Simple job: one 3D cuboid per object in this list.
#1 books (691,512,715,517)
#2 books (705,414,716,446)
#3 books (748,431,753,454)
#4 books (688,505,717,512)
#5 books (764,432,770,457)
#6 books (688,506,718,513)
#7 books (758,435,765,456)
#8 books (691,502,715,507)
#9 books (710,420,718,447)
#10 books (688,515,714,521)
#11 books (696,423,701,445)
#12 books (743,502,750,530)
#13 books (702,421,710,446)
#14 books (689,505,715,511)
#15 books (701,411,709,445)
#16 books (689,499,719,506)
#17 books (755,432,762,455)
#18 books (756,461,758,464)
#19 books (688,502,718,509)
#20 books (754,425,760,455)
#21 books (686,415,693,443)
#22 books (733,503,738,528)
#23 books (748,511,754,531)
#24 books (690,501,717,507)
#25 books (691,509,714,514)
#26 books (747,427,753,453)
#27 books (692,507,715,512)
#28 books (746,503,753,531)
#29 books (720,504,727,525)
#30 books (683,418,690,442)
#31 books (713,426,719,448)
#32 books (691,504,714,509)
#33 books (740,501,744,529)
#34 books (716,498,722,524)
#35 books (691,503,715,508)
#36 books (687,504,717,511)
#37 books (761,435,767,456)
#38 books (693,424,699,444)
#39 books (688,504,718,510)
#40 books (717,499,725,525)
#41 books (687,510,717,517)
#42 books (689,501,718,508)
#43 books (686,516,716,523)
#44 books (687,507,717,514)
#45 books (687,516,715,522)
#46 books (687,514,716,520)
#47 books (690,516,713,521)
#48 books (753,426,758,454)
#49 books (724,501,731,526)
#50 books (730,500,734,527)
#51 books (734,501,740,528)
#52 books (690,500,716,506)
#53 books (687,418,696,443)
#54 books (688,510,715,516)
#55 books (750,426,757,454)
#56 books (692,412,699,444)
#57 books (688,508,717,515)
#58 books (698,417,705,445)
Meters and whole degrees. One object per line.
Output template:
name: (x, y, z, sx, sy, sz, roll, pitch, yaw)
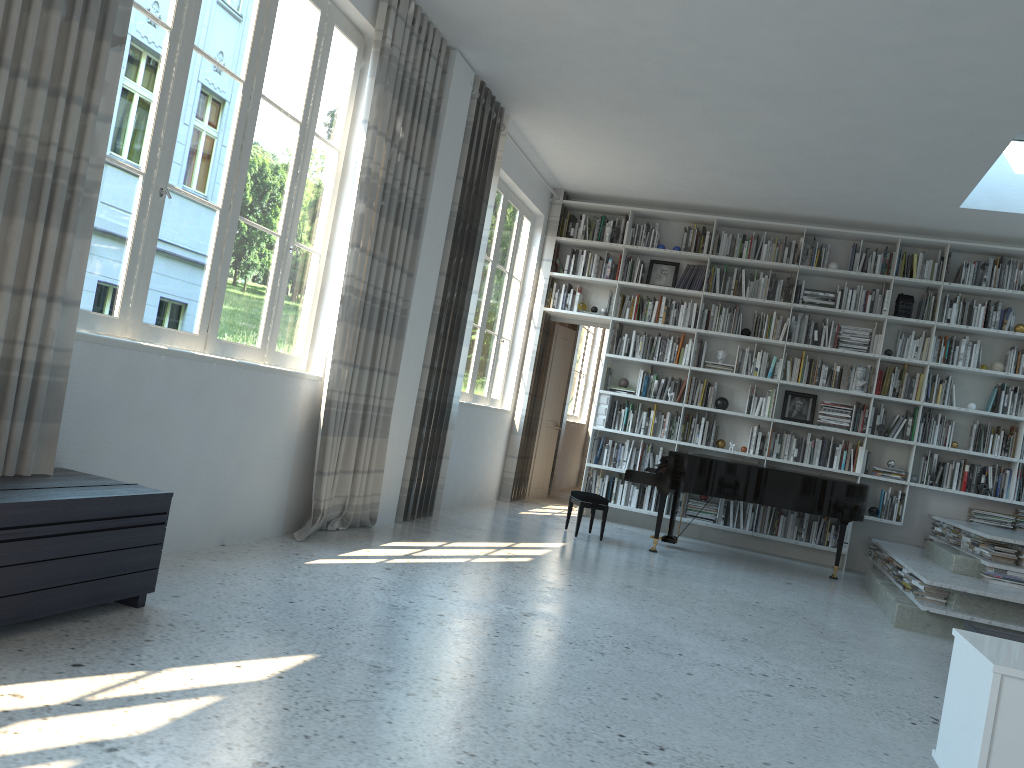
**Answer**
books: (1.856, 1.268, 8.666, 0.254, 0.007, 0.161, 10, -2, 12)
books: (1.946, 0.450, 8.689, 0.050, 0.328, 0.166, 10, -1, 16)
books: (2.316, 0.565, 8.598, 0.015, 0.225, 0.148, 10, -1, 16)
books: (1.864, 1.216, 8.672, 0.285, 0.005, 0.159, 10, -2, 14)
books: (2.465, 0.582, 8.571, 0.019, 0.242, 0.107, 10, -1, 16)
books: (1.866, 1.228, 8.676, 0.285, 0.007, 0.159, 10, -2, 16)
books: (2.411, 0.596, 8.572, 0.031, 0.194, 0.142, 10, -1, 16)
books: (1.873, 1.173, 8.666, 0.254, 0.006, 0.161, 10, -2, 11)
books: (1.976, 0.489, 8.676, 0.027, 0.261, 0.163, 10, -1, 16)
books: (1.850, 1.302, 8.672, 0.254, 0.007, 0.161, 10, -2, 17)
books: (1.839, 0.489, 8.719, 0.021, 0.215, 0.172, 10, -1, 16)
books: (2.268, 1.272, 8.561, 0.025, 0.259, 0.133, 10, -1, 16)
books: (1.906, 0.488, 8.714, 0.028, 0.241, 0.135, 10, -1, 16)
books: (1.865, 1.210, 8.674, 0.254, 0.006, 0.161, 10, -2, 15)
books: (1.897, 0.437, 8.729, 0.013, 0.339, 0.138, 10, -1, 16)
books: (1.879, 1.158, 8.677, 0.285, 0.005, 0.159, 10, -2, 16)
books: (2.380, 0.577, 8.561, 0.029, 0.221, 0.153, 10, -1, 16)
books: (2.341, 0.898, 8.548, 0.013, 0.320, 0.173, 10, -1, 16)
books: (1.867, 1.189, 8.668, 0.285, 0.005, 0.159, 10, -2, 12)
books: (2.368, 0.540, 8.576, 0.014, 0.291, 0.132, 10, -1, 16)
books: (1.750, 0.445, 8.739, 0.012, 0.272, 0.181, 10, -1, 16)
books: (2.162, 1.268, 8.572, 0.011, 0.232, 0.174, 10, -1, 16)
books: (2.303, 1.318, 8.533, 0.024, 0.179, 0.171, 10, -1, 16)
books: (1.877, 1.169, 8.676, 0.254, 0.006, 0.161, 10, -2, 16)
books: (1.863, 1.241, 8.673, 0.254, 0.007, 0.161, 10, -2, 17)
books: (2.304, 0.548, 8.594, 0.012, 0.254, 0.161, 10, -1, 16)
books: (1.864, 1.221, 8.676, 0.254, 0.006, 0.161, 10, -2, 16)
books: (2.283, 1.273, 8.524, 0.024, 0.260, 0.189, 10, -1, 16)
books: (2.057, 1.265, 8.603, 0.029, 0.202, 0.178, 10, -1, 16)
books: (1.730, 0.459, 8.752, 0.030, 0.239, 0.157, 10, -1, 16)
books: (2.000, 0.518, 8.683, 0.023, 0.212, 0.160, 10, -1, 16)
books: (1.869, 1.195, 8.676, 0.254, 0.006, 0.161, 10, -2, 16)
books: (2.219, 1.255, 8.562, 0.073, 0.275, 0.181, 10, -1, 16)
books: (2.011, 1.231, 8.616, 0.012, 0.254, 0.161, 10, -1, 16)
books: (1.871, 1.184, 8.667, 0.254, 0.006, 0.161, 9, -2, 20)
books: (1.867, 1.205, 8.674, 0.285, 0.005, 0.159, 10, -2, 17)
books: (2.434, 0.597, 8.552, 0.024, 0.201, 0.158, 10, -1, 16)
books: (1.817, 0.495, 8.729, 0.024, 0.196, 0.157, 10, -1, 16)
books: (1.867, 1.200, 8.675, 0.285, 0.005, 0.159, 10, -2, 15)
books: (2.037, 1.230, 8.625, 0.031, 0.265, 0.144, 10, -1, 16)
books: (1.857, 1.261, 8.666, 0.285, 0.007, 0.159, 10, -2, 12)
books: (1.873, 1.179, 8.669, 0.285, 0.005, 0.159, 10, -2, 13)
books: (1.848, 1.323, 8.674, 0.285, 0.007, 0.159, 10, -2, 16)
books: (1.864, 1.235, 8.673, 0.285, 0.007, 0.159, 10, -2, 17)
books: (1.846, 1.315, 8.666, 0.254, 0.007, 0.161, 9, -2, 20)
books: (1.850, 1.295, 8.665, 0.285, 0.007, 0.159, 10, -2, 12)
books: (1.850, 1.309, 8.674, 0.254, 0.007, 0.161, 10, -2, 16)
books: (2.357, 0.545, 8.583, 0.010, 0.277, 0.155, 10, -1, 16)
books: (2.090, 1.253, 8.607, 0.028, 0.238, 0.136, 10, -1, 16)
books: (2.130, 1.252, 8.584, 0.062, 0.253, 0.178, 10, -1, 16)
books: (2.175, 1.248, 8.561, 0.012, 0.274, 0.180, 10, -1, 16)
books: (1.877, 1.163, 8.676, 0.254, 0.006, 0.161, 10, -2, 16)
books: (1.776, 0.462, 8.739, 0.042, 0.248, 0.163, 10, -1, 16)
books: (1.860, 1.255, 8.672, 0.254, 0.007, 0.161, 10, -2, 17)
books: (2.335, 0.545, 8.575, 0.027, 0.269, 0.159, 10, -1, 16)
books: (1.808, 0.434, 8.730, 0.014, 0.313, 0.166, 10, -1, 16)
books: (1.859, 1.247, 8.664, 0.285, 0.007, 0.159, 10, -2, 11)
books: (1.866, 0.466, 8.709, 0.027, 0.269, 0.185, 10, -1, 16)
